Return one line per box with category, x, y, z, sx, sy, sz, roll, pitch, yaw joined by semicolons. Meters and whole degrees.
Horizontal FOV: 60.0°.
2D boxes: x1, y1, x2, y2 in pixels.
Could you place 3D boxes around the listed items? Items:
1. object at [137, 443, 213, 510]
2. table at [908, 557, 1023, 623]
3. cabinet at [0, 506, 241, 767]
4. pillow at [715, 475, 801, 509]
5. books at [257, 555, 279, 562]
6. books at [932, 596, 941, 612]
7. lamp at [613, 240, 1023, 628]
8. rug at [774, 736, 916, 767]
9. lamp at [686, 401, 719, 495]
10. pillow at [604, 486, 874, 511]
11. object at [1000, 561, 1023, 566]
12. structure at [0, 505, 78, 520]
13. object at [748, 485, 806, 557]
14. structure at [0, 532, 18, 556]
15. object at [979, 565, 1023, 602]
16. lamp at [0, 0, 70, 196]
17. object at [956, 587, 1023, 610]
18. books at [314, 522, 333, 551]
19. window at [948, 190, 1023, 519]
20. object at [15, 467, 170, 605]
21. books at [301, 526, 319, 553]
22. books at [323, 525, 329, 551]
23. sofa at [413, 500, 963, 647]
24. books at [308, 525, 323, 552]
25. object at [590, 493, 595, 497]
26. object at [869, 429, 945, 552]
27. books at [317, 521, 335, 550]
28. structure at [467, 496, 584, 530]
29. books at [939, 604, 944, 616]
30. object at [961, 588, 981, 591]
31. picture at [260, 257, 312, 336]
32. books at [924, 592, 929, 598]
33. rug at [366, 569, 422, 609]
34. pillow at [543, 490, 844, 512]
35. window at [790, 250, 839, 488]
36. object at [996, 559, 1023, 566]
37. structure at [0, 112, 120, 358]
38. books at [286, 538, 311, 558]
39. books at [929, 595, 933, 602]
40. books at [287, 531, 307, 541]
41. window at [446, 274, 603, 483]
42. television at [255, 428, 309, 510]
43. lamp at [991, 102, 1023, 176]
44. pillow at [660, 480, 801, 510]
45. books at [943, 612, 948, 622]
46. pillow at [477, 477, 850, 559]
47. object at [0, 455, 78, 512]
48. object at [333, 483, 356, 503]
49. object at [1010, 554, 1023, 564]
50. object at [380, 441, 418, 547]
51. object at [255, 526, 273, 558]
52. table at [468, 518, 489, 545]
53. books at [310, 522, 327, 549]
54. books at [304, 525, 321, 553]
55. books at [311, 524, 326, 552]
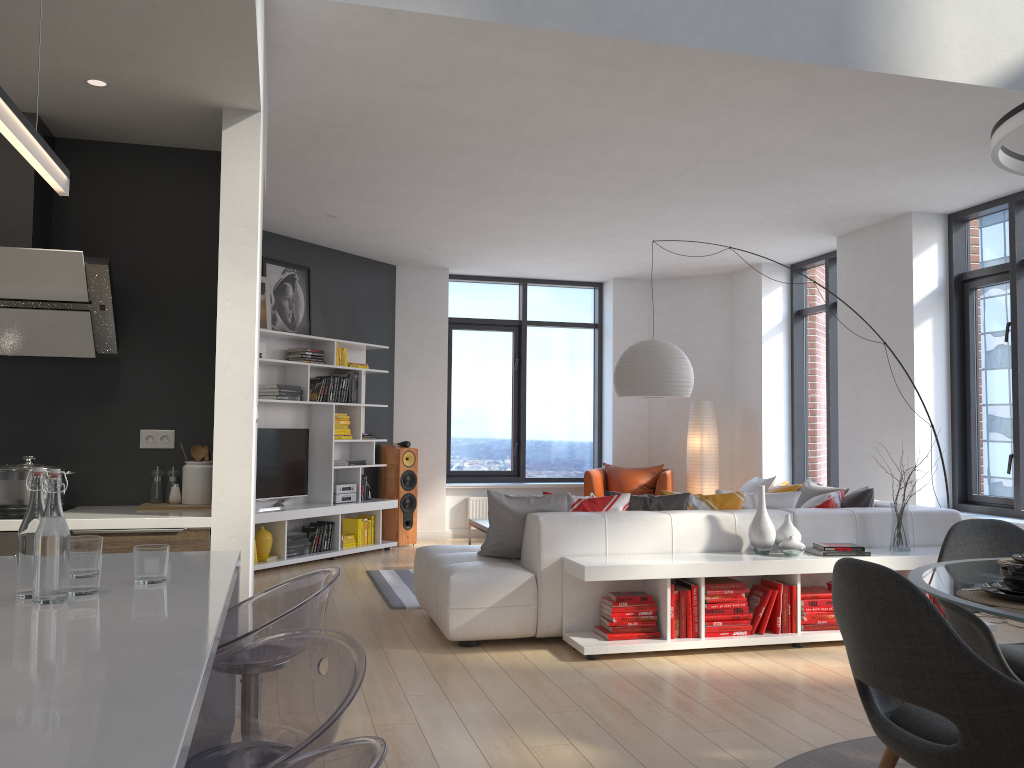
object;-1.470;0.389;3.942;0.330;0.316;0.221;1;-3;-15
table;1.884;0.955;2.368;1.499;0.764;1.499;2;-3;-26
cabinet;-1.754;0.018;1.573;2.402;2.501;4.694;1;-3;-15
pillow;1.759;0.937;6.702;0.580;0.456;2.156;0;-3;11
books;-2.166;1.489;7.594;0.270;0.029;0.204;0;-3;15
books;2.489;1.306;5.340;0.076;0.252;0.199;1;-3;-15
lamp;2.283;0.229;6.199;3.199;2.647;0.710;-1;-3;21
rug;1.870;1.342;2.345;2.499;0.010;2.499;3;-4;-42
lamp;2.223;0.952;9.496;0.804;1.550;0.502;-2;-4;36
pillow;1.573;0.892;5.842;2.120;0.436;0.608;2;-3;-19
object;1.786;0.592;2.912;0.309;0.015;0.206;1;-3;-10
structure;-2.138;0.518;3.574;0.600;0.006;0.550;1;-3;-15
object;1.545;0.795;5.202;0.316;0.398;0.319;0;-3;9
structure;-2.129;0.858;3.511;0.587;0.588;0.584;1;-3;-15
object;1.375;0.527;2.332;0.258;0.074;0.258;3;-4;-34
lamp;-0.933;-0.849;1.645;0.020;0.756;0.998;1;-3;-15
object;1.367;0.565;2.329;0.360;0.002;0.360;3;-4;-40
books;-1.772;1.419;8.251;0.191;0.249;0.084;-1;-3;30
window;3.791;-0.214;6.566;0.170;2.402;1.310;1;-3;-15
object;-0.877;0.312;1.916;0.148;0.267;0.323;-2;-4;40
books;-1.864;1.417;8.088;0.182;0.234;0.104;-1;-3;30
books;-1.787;1.422;8.217;0.179;0.243;0.068;-1;-3;29
sofa;0.960;1.191;6.505;3.424;0.732;2.614;1;-3;-15
books;-1.823;1.421;8.140;0.169;0.233;0.081;-1;-3;29
object;0.560;1.008;7.142;0.330;0.265;0.330;0;-3;9
object;2.396;0.638;5.353;0.406;0.744;0.607;-1;-3;25
books;-1.756;1.416;8.281;0.197;0.260;0.066;-1;-3;30
structure;0.219;1.508;10.088;1.474;0.460;0.110;1;-3;-15
books;2.520;1.310;5.337;0.066;0.247;0.175;1;-3;-15
object;1.369;0.556;2.323;0.206;0.015;0.309;1;-3;-10
picture;-2.249;-0.801;7.966;0.076;0.707;1.279;-1;-3;30
books;2.426;1.295;5.318;0.050;0.268;0.198;1;-3;-15
rug;0.094;1.569;7.025;2.326;0.016;1.662;1;-3;-15
pillow;1.259;0.911;5.749;2.250;0.449;0.575;2;-3;-17
window;3.204;-0.103;8.788;0.170;2.402;1.310;1;-3;-15
object;1.796;0.600;2.914;0.360;0.002;0.360;-1;-3;27
structure;-2.144;-0.629;3.720;0.898;0.998;0.407;1;-3;-15
books;-2.004;1.453;7.905;0.277;0.137;0.343;-1;-3;25
books;2.457;1.301;5.323;0.056;0.262;0.185;1;-3;-15
books;-2.025;1.361;7.915;0.250;0.047;0.310;-1;-3;26
window;0.120;-0.044;10.482;1.960;2.402;0.170;1;-3;-15
television;-2.194;0.742;7.812;0.207;0.704;1.102;-1;-3;30
lamp;1.911;-2.740;2.557;1.000;4.513;1.000;1;-3;-13
pillow;1.631;0.938;6.409;0.630;0.440;2.095;-1;-4;32
books;2.552;1.317;5.351;0.081;0.230;0.165;1;-3;-15
pillow;1.082;0.894;6.047;2.953;0.453;0.647;2;-3;-27
object;-2.038;0.413;3.737;0.315;0.223;0.288;-1;-3;26
object;-1.689;1.051;8.547;0.270;0.174;0.285;-1;-3;30
object;1.793;0.562;2.927;0.258;0.074;0.258;3;-4;-34
object;-1.216;1.137;9.273;0.290;1.088;0.434;4;-4;-45
object;-2.142;1.345;7.578;0.185;0.257;0.185;0;-3;8
table;0.292;1.359;7.213;1.091;0.435;1.091;1;-3;-15
books;-1.806;1.413;8.197;0.192;0.254;0.075;-1;-3;29
books;-1.851;1.420;8.120;0.187;0.234;0.096;-1;-4;30
books;-1.795;1.419;8.164;0.172;0.242;0.069;-1;-4;31
